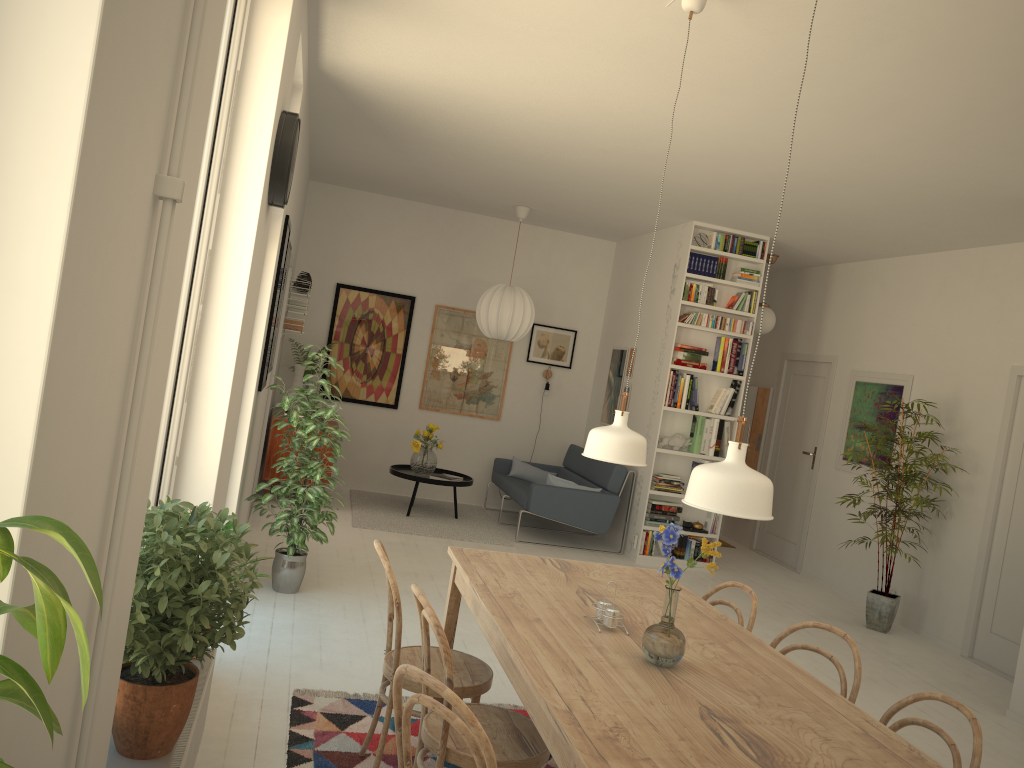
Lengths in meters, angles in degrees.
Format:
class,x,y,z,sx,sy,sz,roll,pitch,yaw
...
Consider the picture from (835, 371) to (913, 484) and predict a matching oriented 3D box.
class,x,y,z,sx,sy,sz,roll,pitch,yaw
picture,3.026,0.339,7.456,0.012,0.876,0.822,9,1,-13

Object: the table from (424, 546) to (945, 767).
class,x,y,z,sx,sy,sz,roll,pitch,yaw
table,0.320,1.121,2.671,0.894,0.749,1.798,9,1,-13

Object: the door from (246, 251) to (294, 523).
class,x,y,z,sx,sy,sz,roll,pitch,yaw
door,-2.277,-0.059,6.735,0.882,2.033,0.955,9,1,-13

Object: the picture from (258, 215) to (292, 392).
class,x,y,z,sx,sy,sz,roll,pitch,yaw
picture,-1.392,-0.467,5.219,0.018,0.999,0.546,9,1,-13

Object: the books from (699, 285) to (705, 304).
class,x,y,z,sx,sy,sz,roll,pitch,yaw
books,1.569,-0.757,7.547,0.028,0.159,0.223,9,1,-13

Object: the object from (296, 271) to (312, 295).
class,x,y,z,sx,sy,sz,roll,pitch,yaw
object,-1.809,-0.878,7.702,0.139,0.200,0.139,10,1,31

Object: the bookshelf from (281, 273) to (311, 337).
class,x,y,z,sx,sy,sz,roll,pitch,yaw
bookshelf,-1.917,-0.686,7.941,0.184,0.564,0.695,9,1,-13

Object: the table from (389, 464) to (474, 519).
class,x,y,z,sx,sy,sz,roll,pitch,yaw
table,-0.753,0.990,7.995,0.761,0.386,0.761,9,1,3

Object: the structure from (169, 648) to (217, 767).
class,x,y,z,sx,sy,sz,roll,pitch,yaw
structure,-0.930,1.025,2.399,0.113,0.278,1.029,9,2,-13

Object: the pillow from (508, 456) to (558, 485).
class,x,y,z,sx,sy,sz,roll,pitch,yaw
pillow,0.213,0.888,8.851,0.539,0.277,0.157,9,1,-12

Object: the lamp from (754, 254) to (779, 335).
class,x,y,z,sx,sy,sz,roll,pitch,yaw
lamp,2.406,-0.850,8.432,0.275,0.767,0.275,9,1,-19

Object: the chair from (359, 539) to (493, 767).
class,x,y,z,sx,sy,sz,roll,pitch,yaw
chair,-0.301,0.968,3.073,0.483,0.810,0.385,9,1,-11

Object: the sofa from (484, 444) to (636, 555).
class,x,y,z,sx,sy,sz,roll,pitch,yaw
sofa,0.397,0.982,8.250,0.963,0.773,1.603,9,1,-13

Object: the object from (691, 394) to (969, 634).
class,x,y,z,sx,sy,sz,roll,pitch,yaw
object,2.469,0.884,6.930,0.777,1.711,2.090,9,2,-32

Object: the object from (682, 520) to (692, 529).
class,x,y,z,sx,sy,sz,roll,pitch,yaw
object,1.500,1.203,7.600,0.058,0.055,0.058,9,1,-13

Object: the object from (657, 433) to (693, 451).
class,x,y,z,sx,sy,sz,roll,pitch,yaw
object,1.381,0.486,7.533,0.311,0.150,0.137,9,1,-5

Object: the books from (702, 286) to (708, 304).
class,x,y,z,sx,sy,sz,roll,pitch,yaw
books,1.600,-0.750,7.547,0.035,0.158,0.200,9,1,-13

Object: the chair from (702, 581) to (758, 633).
class,x,y,z,sx,sy,sz,roll,pitch,yaw
chair,0.582,1.110,3.220,0.483,0.810,0.385,9,1,-16

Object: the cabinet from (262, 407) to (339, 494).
class,x,y,z,sx,sy,sz,roll,pitch,yaw
cabinet,-1.913,0.629,8.004,0.546,0.727,1.263,9,1,-13

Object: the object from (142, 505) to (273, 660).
class,x,y,z,sx,sy,sz,roll,pitch,yaw
object,-0.896,0.559,2.554,0.417,0.425,0.487,9,1,-6

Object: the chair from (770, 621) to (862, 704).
class,x,y,z,sx,sy,sz,roll,pitch,yaw
chair,0.782,1.156,2.751,0.483,0.810,0.386,9,1,-31

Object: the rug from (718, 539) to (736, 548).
class,x,y,z,sx,sy,sz,roll,pitch,yaw
rug,1.758,1.574,9.143,0.941,0.002,0.553,9,2,-13

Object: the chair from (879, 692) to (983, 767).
class,x,y,z,sx,sy,sz,roll,pitch,yaw
chair,0.863,1.182,2.247,0.483,0.810,0.385,9,1,-11

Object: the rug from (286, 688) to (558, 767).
class,x,y,z,sx,sy,sz,roll,pitch,yaw
rug,0.250,1.490,2.447,1.748,0.035,3.026,9,2,-13

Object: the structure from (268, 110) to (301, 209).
class,x,y,z,sx,sy,sz,roll,pitch,yaw
structure,-0.884,-0.872,3.457,0.074,0.371,0.371,9,1,-13

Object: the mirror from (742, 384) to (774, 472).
class,x,y,z,sx,sy,sz,roll,pitch,yaw
mirror,2.507,0.696,9.359,0.029,1.370,0.500,9,1,-13

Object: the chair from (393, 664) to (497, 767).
class,x,y,z,sx,sy,sz,roll,pitch,yaw
chair,-0.083,1.032,2.037,0.483,0.810,0.386,8,2,-41

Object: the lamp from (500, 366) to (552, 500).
class,x,y,z,sx,sy,sz,roll,pitch,yaw
lamp,0.148,0.497,9.063,0.360,1.416,0.112,9,1,-13

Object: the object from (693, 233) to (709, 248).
class,x,y,z,sx,sy,sz,roll,pitch,yaw
object,1.591,-1.208,7.465,0.131,0.131,0.131,9,1,-17

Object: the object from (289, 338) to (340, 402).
class,x,y,z,sx,sy,sz,roll,pitch,yaw
object,-1.925,-0.100,8.416,0.476,0.686,0.398,9,1,-11

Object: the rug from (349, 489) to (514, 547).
class,x,y,z,sx,sy,sz,roll,pitch,yaw
rug,-0.781,1.180,7.955,1.304,0.012,1.661,9,2,-11

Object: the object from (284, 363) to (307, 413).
class,x,y,z,sx,sy,sz,roll,pitch,yaw
object,-1.888,0.045,7.776,0.160,0.445,0.158,10,1,27

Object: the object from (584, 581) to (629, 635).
class,x,y,z,sx,sy,sz,roll,pitch,yaw
object,0.296,0.667,2.693,0.095,0.138,0.155,9,1,-13

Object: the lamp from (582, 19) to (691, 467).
class,x,y,z,sx,sy,sz,roll,pitch,yaw
lamp,0.486,-0.521,3.068,0.230,1.595,0.229,10,1,22

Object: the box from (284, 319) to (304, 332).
class,x,y,z,sx,sy,sz,roll,pitch,yaw
box,-1.909,-0.513,7.769,0.152,0.084,0.266,9,2,-13

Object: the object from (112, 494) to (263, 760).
class,x,y,z,sx,sy,sz,roll,pitch,yaw
object,-0.759,0.529,1.955,0.383,0.561,0.395,9,1,-15

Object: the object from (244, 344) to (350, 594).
class,x,y,z,sx,sy,sz,roll,pitch,yaw
object,-1.199,0.474,5.050,0.569,1.424,0.513,10,1,30

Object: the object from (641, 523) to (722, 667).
class,x,y,z,sx,sy,sz,roll,pitch,yaw
object,0.434,0.570,2.416,0.206,0.388,0.144,10,1,39

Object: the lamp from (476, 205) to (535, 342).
class,x,y,z,sx,sy,sz,roll,pitch,yaw
lamp,0.000,-1.005,8.070,0.536,1.229,0.536,10,1,21

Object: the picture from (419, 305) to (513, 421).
class,x,y,z,sx,sy,sz,roll,pitch,yaw
picture,-0.442,-0.209,8.957,0.838,1.052,0.012,9,1,-13

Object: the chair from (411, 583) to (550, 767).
class,x,y,z,sx,sy,sz,roll,pitch,yaw
chair,-0.118,1.011,2.601,0.483,0.810,0.385,9,1,-16

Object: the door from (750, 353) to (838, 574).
class,x,y,z,sx,sy,sz,roll,pitch,yaw
door,2.760,0.725,8.599,0.166,2.033,0.955,9,1,-13

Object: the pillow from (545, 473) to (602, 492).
class,x,y,z,sx,sy,sz,roll,pitch,yaw
pillow,0.491,0.957,7.606,0.533,0.353,0.141,9,1,-13

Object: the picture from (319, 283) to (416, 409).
class,x,y,z,sx,sy,sz,roll,pitch,yaw
picture,-1.421,-0.365,8.723,0.778,1.133,0.018,9,1,-13

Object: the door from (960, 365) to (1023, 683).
class,x,y,z,sx,sy,sz,roll,pitch,yaw
door,3.427,0.914,5.652,0.166,2.033,0.955,9,1,-13

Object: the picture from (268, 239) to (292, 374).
class,x,y,z,sx,sy,sz,roll,pitch,yaw
picture,-1.543,-0.507,5.883,0.020,0.869,0.525,9,1,-13

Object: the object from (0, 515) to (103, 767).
class,x,y,z,sx,sy,sz,roll,pitch,yaw
object,-0.395,0.482,0.605,0.485,0.841,0.615,9,1,-34

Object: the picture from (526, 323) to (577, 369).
class,x,y,z,sx,sy,sz,roll,pitch,yaw
picture,0.411,-0.390,9.138,0.481,0.402,0.015,9,1,-13

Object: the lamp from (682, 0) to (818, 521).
class,x,y,z,sx,sy,sz,roll,pitch,yaw
lamp,0.675,-0.468,2.232,0.230,1.595,0.229,10,1,33

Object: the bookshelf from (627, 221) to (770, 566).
class,x,y,z,sx,sy,sz,roll,pitch,yaw
bookshelf,1.588,0.118,7.604,0.710,2.900,0.249,9,1,-13

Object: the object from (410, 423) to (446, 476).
class,x,y,z,sx,sy,sz,roll,pitch,yaw
object,-0.784,0.586,7.996,0.291,0.471,0.361,10,1,25
